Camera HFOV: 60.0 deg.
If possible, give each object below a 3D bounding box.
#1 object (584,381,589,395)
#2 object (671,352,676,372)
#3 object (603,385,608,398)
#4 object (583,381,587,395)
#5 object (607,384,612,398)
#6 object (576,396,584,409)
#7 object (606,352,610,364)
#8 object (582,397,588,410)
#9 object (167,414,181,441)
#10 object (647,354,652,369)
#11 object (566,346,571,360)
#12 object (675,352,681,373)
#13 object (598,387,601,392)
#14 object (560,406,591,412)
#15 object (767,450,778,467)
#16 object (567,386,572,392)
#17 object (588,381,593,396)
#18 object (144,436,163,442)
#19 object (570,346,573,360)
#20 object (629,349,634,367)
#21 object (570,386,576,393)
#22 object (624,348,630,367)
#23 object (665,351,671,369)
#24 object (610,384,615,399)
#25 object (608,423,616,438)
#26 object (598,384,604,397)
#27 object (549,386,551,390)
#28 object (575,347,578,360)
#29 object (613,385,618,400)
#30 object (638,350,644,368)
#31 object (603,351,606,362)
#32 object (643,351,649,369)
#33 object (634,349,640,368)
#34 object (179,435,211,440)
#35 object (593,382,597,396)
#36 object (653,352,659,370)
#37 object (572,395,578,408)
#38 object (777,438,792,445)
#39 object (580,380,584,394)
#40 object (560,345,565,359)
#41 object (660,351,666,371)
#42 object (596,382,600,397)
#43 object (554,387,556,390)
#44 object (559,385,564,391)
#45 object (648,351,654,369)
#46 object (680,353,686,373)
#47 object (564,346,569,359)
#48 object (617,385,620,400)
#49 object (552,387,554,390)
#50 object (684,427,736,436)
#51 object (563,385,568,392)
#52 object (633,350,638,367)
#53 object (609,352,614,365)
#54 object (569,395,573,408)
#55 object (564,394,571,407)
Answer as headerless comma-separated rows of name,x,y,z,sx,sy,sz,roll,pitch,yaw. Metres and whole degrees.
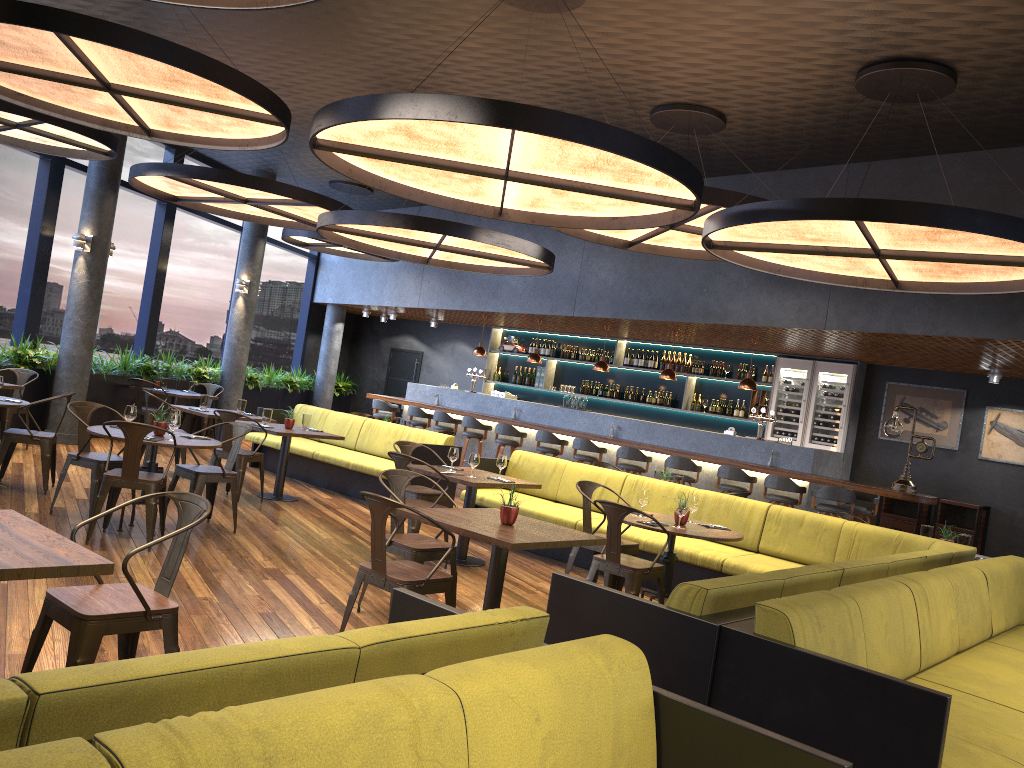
object,1.316,0.067,15.542,0.063,0.254,0.063,9,0,28
object,2.634,-0.360,14.468,0.084,0.330,0.084,9,0,-43
object,1.641,0.132,15.435,0.088,0.224,0.088,9,0,15
object,1.295,0.065,15.689,0.063,0.254,0.063,9,0,33
object,1.684,0.123,15.257,0.063,0.254,0.063,9,0,-32
object,1.017,0.290,13.313,0.105,0.209,0.105,9,0,-14
object,1.660,-0.448,15.400,0.068,0.217,0.068,9,0,-45
object,1.085,0.301,13.405,0.105,0.209,0.105,9,0,-14
object,-2.625,0.337,6.876,0.097,0.206,0.097,9,0,-43
object,2.335,-0.393,14.869,0.085,0.310,0.086,9,0,-22
object,1.019,-0.562,15.879,0.063,0.254,0.063,9,0,13
object,2.708,-0.349,14.399,0.084,0.330,0.084,9,0,-43
object,1.552,0.119,15.482,0.088,0.224,0.088,9,0,5
object,0.961,0.378,13.453,0.437,0.019,0.273,9,0,41
object,3.250,0.929,11.073,0.114,0.203,0.069,9,0,-15
object,1.025,0.091,15.837,0.084,0.119,0.084,9,0,-4
object,1.388,0.079,15.609,0.063,0.254,0.063,9,0,-2
object,-2.755,0.411,6.746,0.157,0.019,0.255,9,0,-7
object,1.063,-0.555,15.949,0.063,0.254,0.063,9,0,13
object,2.043,-0.437,15.113,0.085,0.310,0.086,9,0,-35
object,1.091,0.101,15.780,0.084,0.119,0.084,9,0,-4
object,1.961,-0.450,15.059,0.085,0.310,0.086,9,0,-22
object,2.564,-0.371,14.529,0.084,0.330,0.084,9,0,-43
object,1.742,0.132,15.313,0.063,0.254,0.063,9,0,-17
object,1.439,0.658,12.636,0.114,0.203,0.069,9,0,30
object,1.547,0.117,15.368,0.088,0.224,0.088,9,0,-35
object,0.693,0.071,16.096,0.042,0.059,0.042,9,0,3
object,1.144,-0.543,15.890,0.063,0.254,0.063,9,0,-12
object,1.782,0.137,15.162,0.063,0.254,0.063,9,0,-7
object,2.179,-0.418,14.873,0.085,0.310,0.086,9,0,-22
object,1.595,-0.458,15.334,0.068,0.217,0.068,9,0,25
object,2.261,-0.405,14.926,0.085,0.310,0.086,9,0,-38
object,2.111,-0.428,14.935,0.085,0.310,0.086,9,0,-16
object,-2.621,0.435,7.291,0.157,0.019,0.255,9,0,39
object,1.456,0.089,15.497,0.063,0.254,0.063,9,0,-22
object,2.405,-0.383,14.805,0.085,0.310,0.086,9,0,-9
object,0.954,0.281,13.436,0.105,0.209,0.105,9,0,-14
object,3.444,0.712,11.182,0.177,0.091,0.091,9,0,16
object,1.241,0.056,15.608,0.063,0.254,0.063,9,0,13
object,0.914,-0.578,15.932,0.063,0.254,0.063,9,0,23
object,2.493,-0.381,14.590,0.084,0.330,0.084,9,0,-43
object,1.511,0.098,15.566,0.063,0.254,0.063,9,0,13
object,0.781,0.085,16.021,0.042,0.059,0.042,9,0,3
object,0.897,0.072,15.948,0.084,0.119,0.084,9,0,-4
object,2.326,-0.396,14.748,0.085,0.310,0.086,9,0,-16
object,2.782,-0.338,14.338,0.084,0.330,0.084,9,0,-43
object,0.992,-0.566,16.006,0.063,0.254,0.063,9,0,18
object,1.818,0.143,15.239,0.063,0.254,0.063,9,0,13
object,0.740,0.078,16.007,0.042,0.059,0.042,9,0,3
object,2.633,0.584,11.912,0.766,0.106,0.200,9,0,41
object,0.961,0.081,15.893,0.084,0.119,0.084,9,0,-4
object,2.118,-0.426,15.047,0.085,0.310,0.086,9,0,-22
object,1.724,-0.442,15.260,0.088,0.224,0.088,9,0,-35
object,0.911,0.275,13.552,0.105,0.209,0.105,9,0,-14
object,0.833,0.262,13.477,0.105,0.209,0.105,9,0,-14
